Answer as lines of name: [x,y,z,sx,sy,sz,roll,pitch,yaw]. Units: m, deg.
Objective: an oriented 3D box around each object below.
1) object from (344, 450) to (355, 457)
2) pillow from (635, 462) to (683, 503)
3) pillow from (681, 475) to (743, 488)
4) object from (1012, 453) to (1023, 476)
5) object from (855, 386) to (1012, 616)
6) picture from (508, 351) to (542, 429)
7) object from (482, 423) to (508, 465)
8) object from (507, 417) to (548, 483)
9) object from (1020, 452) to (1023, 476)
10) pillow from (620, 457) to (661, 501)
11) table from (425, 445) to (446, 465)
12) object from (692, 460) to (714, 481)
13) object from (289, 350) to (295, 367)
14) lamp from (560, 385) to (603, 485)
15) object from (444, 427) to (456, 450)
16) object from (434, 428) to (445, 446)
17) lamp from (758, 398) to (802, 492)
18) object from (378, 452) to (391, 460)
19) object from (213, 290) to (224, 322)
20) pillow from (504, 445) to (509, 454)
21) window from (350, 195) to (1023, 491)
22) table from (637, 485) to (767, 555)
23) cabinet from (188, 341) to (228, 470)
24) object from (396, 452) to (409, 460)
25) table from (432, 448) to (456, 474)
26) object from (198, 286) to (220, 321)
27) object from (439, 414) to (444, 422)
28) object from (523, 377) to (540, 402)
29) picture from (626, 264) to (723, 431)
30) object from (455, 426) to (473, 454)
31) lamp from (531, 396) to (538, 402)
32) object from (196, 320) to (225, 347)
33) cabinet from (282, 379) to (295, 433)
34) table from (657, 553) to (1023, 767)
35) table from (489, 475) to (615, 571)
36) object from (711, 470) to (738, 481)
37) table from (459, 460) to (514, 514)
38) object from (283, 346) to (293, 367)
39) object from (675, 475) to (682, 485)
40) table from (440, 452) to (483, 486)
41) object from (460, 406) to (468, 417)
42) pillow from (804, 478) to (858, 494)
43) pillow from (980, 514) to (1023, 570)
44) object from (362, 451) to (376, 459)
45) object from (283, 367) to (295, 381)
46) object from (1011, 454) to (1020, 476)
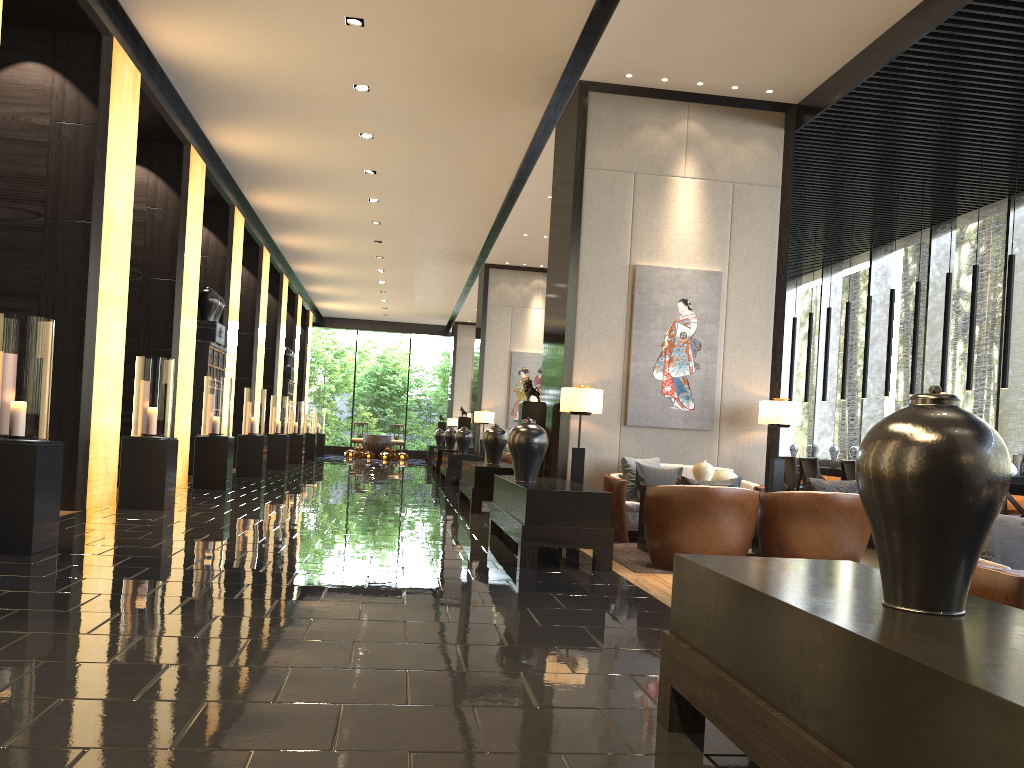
object: [-4.850,2.087,26.620,0.369,0.229,0.370,3,-3,10]
pillow: [1.298,0.876,7.850,0.472,0.361,0.219,4,-1,-11]
pillow: [1.362,0.782,6.063,0.441,0.338,0.205,3,-1,0]
object: [4.933,0.783,8.566,0.169,0.219,0.169,4,-1,-12]
object: [0.923,0.250,1.958,0.312,0.492,0.311,4,-1,-19]
picture: [0.378,0.143,17.169,0.835,1.501,0.037,3,0,-7]
object: [-0.208,0.723,10.699,0.312,0.492,0.311,4,-1,-26]
object: [0.117,0.496,6.704,0.311,0.492,0.312,3,-1,11]
object: [4.889,0.764,8.448,0.067,0.237,0.067,3,0,-14]
pillow: [1.179,0.857,7.990,0.433,0.399,0.201,4,-1,-29]
table: [-2.057,1.976,24.588,0.620,0.512,1.962,4,-3,-7]
object: [1.532,0.731,7.095,0.171,0.236,0.171,3,-1,28]
object: [-5.456,-0.634,21.539,0.312,0.492,0.311,4,-1,-26]
lamp: [0.589,0.691,7.898,0.374,1.347,0.375,3,-1,44]
object: [-1.347,1.200,19.500,0.311,0.492,0.312,3,-1,11]
object: [-2.012,1.478,24.639,0.311,0.492,0.312,3,-1,11]
lamp: [2.434,0.810,8.137,0.374,1.350,0.375,3,0,22]
object: [-3.769,2.121,26.178,0.370,0.229,0.370,3,-3,-5]
object: [-4.324,-1.108,12.793,0.312,0.492,0.311,4,-1,-26]
pillow: [0.041,1.334,16.790,0.433,0.399,0.201,4,-1,-29]
window: [-0.529,-0.485,13.308,12.058,4.224,31.915,4,-3,-7]
table: [1.602,1.113,7.112,1.042,0.517,0.576,4,-2,-7]
cabinet: [-4.488,0.397,12.576,0.548,1.922,1.188,3,-1,-7]
object: [-3.321,2.185,26.799,0.370,0.229,0.369,5,-3,-35]
table: [-1.401,1.701,19.513,0.620,0.512,1.962,4,-3,-7]
object: [-4.281,-1.126,12.463,0.312,0.492,0.311,4,-1,-41]
object: [-2.109,1.021,26.537,0.176,0.246,0.115,3,-1,-2]
object: [0.194,0.058,8.747,0.176,0.246,0.115,3,-1,-7]
picture: [1.526,-0.337,8.301,0.835,1.501,0.037,3,0,-7]
object: [-0.853,0.993,15.679,0.311,0.492,0.312,3,-1,11]
lamp: [0.356,0.802,9.691,0.374,1.318,0.375,3,0,37]
object: [-4.316,-0.712,12.620,0.365,0.315,0.606,4,-3,-7]
cabinet: [-5.620,0.870,21.322,0.548,1.922,1.188,3,-1,-7]
table: [0.893,0.742,1.789,0.620,0.512,1.962,4,-3,-7]
table: [0.245,1.013,6.793,0.620,0.512,1.962,4,-3,-7]
object: [1.717,0.784,7.176,0.245,0.168,0.245,3,-2,-4]
table: [-0.251,1.220,10.628,0.620,0.512,1.962,4,-3,-7]
object: [-5.413,-0.652,21.209,0.312,0.492,0.311,4,-1,-34]
object: [1.367,0.788,7.164,0.091,0.112,0.092,2,-2,45]
table: [-0.904,1.494,15.678,0.620,0.512,1.962,4,-3,-7]
object: [-0.962,0.553,17.641,0.162,0.217,0.102,4,-1,-19]
pillow: [2.212,0.834,6.175,0.399,0.362,0.222,4,-1,-7]
pillow: [1.687,0.604,2.928,0.399,0.362,0.222,4,-1,-7]
object: [-4.225,2.091,26.115,0.369,0.229,0.370,3,-3,15]
object: [-5.448,-0.238,21.367,0.365,0.315,0.606,4,-3,-7]
object: [4.734,0.763,8.424,0.136,0.217,0.135,4,-1,-20]
